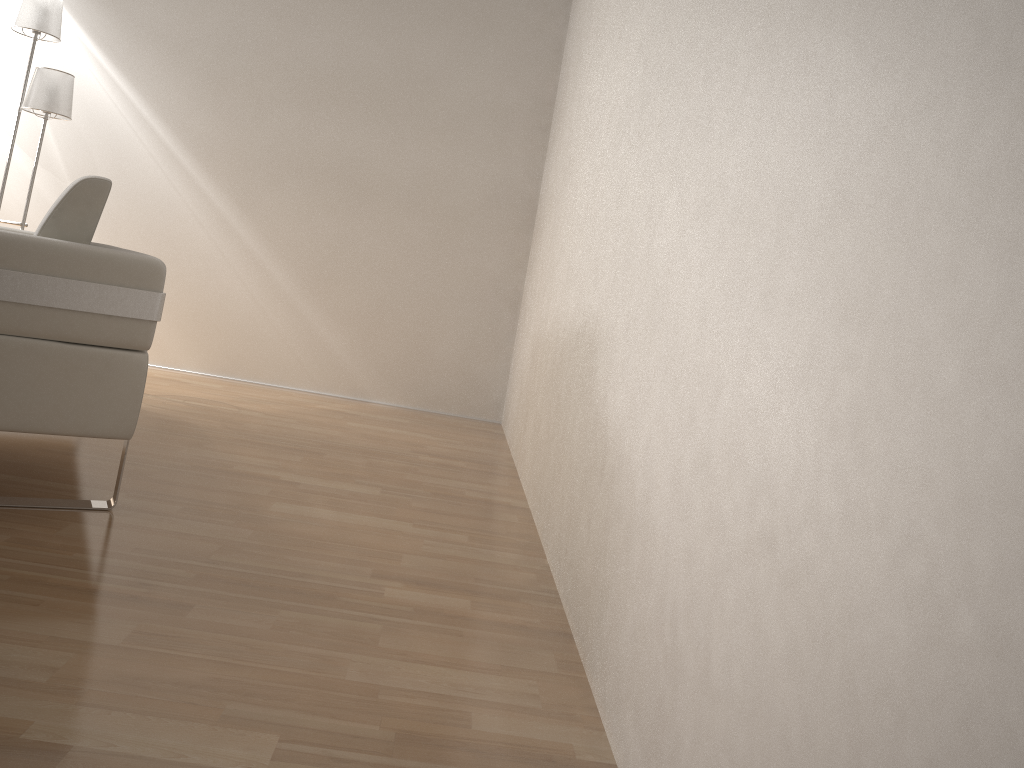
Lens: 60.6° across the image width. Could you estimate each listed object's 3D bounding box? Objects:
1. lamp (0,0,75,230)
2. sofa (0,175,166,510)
[{"bbox_3d":[-2.220,-0.957,3.954,0.367,1.684,0.205,8,-4,17],"label":"lamp"},{"bbox_3d":[-1.574,-0.249,2.448,0.895,0.743,1.802,9,3,-29],"label":"sofa"}]
